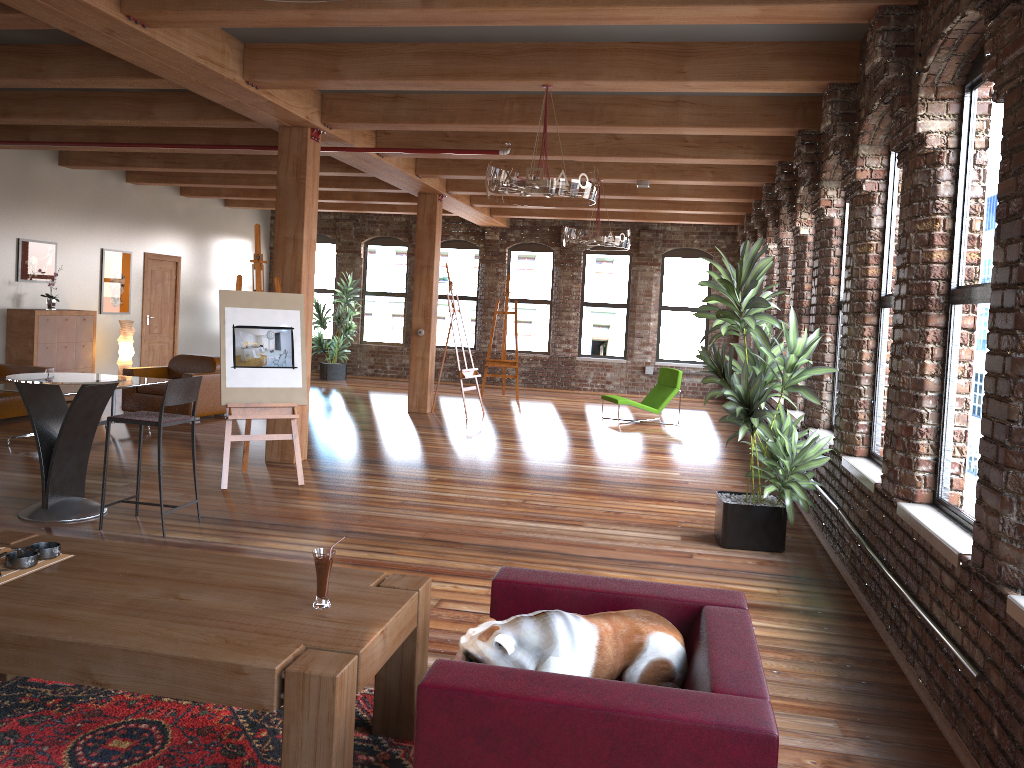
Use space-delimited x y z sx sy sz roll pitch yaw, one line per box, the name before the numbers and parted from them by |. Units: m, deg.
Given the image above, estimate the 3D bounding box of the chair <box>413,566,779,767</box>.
chair | 0.270 1.020 2.629 0.866 0.591 1.073 4 4 10

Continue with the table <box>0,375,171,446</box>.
table | -4.330 0.268 8.958 0.940 0.559 1.875 4 5 10

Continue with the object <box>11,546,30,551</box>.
object | -1.777 0.601 3.203 0.059 0.021 0.018 0 5 -38

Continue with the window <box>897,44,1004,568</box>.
window | 1.959 -0.427 3.787 0.235 2.211 0.970 3 3 10

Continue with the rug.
rug | -1.304 1.210 2.926 2.463 0.009 1.346 4 5 11

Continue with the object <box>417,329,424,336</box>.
object | -1.284 -0.723 12.424 0.095 0.095 0.061 4 3 10

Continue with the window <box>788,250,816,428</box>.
window | 2.766 -0.748 8.111 0.232 2.211 0.970 3 3 10

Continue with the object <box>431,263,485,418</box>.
object | -0.770 -0.636 12.525 0.685 2.137 0.662 4 3 20

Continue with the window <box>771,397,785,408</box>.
window | 3.038 -0.855 9.553 0.236 2.211 0.970 3 3 10

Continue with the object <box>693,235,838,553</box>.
object | 1.738 0.056 6.088 0.968 2.100 1.081 4 3 23

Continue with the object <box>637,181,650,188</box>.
object | 1.557 -2.379 10.511 0.145 0.072 0.148 4 4 10

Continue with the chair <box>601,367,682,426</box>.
chair | 1.856 0.153 12.784 0.955 0.795 0.682 2 3 -15

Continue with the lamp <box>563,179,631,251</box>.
lamp | 1.031 -2.032 10.581 0.809 0.813 0.811 0 5 -43

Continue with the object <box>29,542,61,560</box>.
object | -1.670 0.598 3.168 0.099 0.043 0.099 6 5 36

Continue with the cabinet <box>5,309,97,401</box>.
cabinet | -6.014 -0.367 11.609 0.419 1.207 1.188 3 3 10

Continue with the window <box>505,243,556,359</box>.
window | 0.331 -1.630 17.171 0.969 2.223 0.221 3 2 10

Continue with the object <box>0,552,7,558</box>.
object | -1.812 0.601 3.118 0.045 0.030 0.154 3 5 -5

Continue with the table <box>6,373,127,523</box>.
table | -2.999 0.415 5.951 0.723 0.923 0.722 5 4 35

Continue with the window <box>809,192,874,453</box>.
window | 2.498 -0.641 6.669 0.235 2.211 0.970 3 3 10

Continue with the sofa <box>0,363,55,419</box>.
sofa | -6.067 0.055 9.381 0.952 0.733 2.418 4 5 10

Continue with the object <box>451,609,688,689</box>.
object | 0.170 0.831 2.707 0.754 0.296 0.366 2 4 -18

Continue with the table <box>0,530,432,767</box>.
table | -1.243 0.942 2.914 1.751 0.549 0.902 4 4 10

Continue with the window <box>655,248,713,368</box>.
window | 3.235 -1.437 16.634 0.969 2.214 0.219 3 2 10

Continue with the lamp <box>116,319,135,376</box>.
lamp | -5.435 -0.359 12.489 0.270 1.112 0.261 1 3 -35

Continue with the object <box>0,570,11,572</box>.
object | -1.789 0.616 2.890 0.270 0.008 0.007 1 4 -23

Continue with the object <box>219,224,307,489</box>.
object | -2.084 -0.271 7.361 0.701 2.137 0.686 2 3 -30

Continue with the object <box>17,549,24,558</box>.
object | -1.675 0.583 3.024 0.045 0.079 0.138 2 4 -24

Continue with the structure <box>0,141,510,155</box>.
structure | -3.355 -2.491 9.165 6.811 0.112 0.051 4 3 10

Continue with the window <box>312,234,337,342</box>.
window | -4.002 -1.958 18.042 0.969 2.165 0.086 3 2 10

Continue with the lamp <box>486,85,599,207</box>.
lamp | 0.232 -1.715 6.309 0.809 0.813 0.811 0 4 -37

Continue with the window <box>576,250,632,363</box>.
window | 1.776 -1.536 16.904 0.969 2.214 0.219 3 2 10

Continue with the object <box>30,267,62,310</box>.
object | -5.992 -1.257 11.469 0.370 0.588 0.298 3 3 5

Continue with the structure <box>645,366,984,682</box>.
structure | 2.865 0.417 9.821 1.633 0.312 13.740 3 5 4

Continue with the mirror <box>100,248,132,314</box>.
mirror | -5.870 -1.510 13.148 0.025 0.950 0.695 3 3 10

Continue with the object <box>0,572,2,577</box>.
object | -1.795 0.627 2.896 0.213 0.018 0.154 0 6 -34

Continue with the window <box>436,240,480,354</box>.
window | -1.108 -1.727 17.438 0.969 2.223 0.221 3 2 10

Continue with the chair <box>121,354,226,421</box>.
chair | -4.127 0.019 11.019 1.065 0.734 0.831 4 4 20

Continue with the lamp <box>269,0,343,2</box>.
lamp | -0.581 -1.392 1.959 0.809 0.813 0.811 0 4 -39

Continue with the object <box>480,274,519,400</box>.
object | -0.128 -0.836 15.307 0.662 2.137 0.686 3 2 5

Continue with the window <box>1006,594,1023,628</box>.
window | 1.689 -0.320 2.346 0.235 2.211 0.970 3 3 10

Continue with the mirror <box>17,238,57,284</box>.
mirror | -6.164 -1.590 11.512 0.025 0.547 0.695 3 4 10

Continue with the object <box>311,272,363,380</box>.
object | -3.451 -1.144 17.155 1.080 2.100 0.969 2 3 -12

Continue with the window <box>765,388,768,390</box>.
window | 3.305 -0.962 10.995 0.230 2.211 0.970 3 3 10

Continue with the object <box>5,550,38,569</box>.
object | -1.689 0.607 3.052 0.099 0.043 0.099 -1 6 -42

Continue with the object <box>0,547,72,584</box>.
object | -1.798 0.627 3.014 0.332 0.003 0.472 4 5 10

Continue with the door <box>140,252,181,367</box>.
door | -5.758 -1.042 14.366 0.226 2.116 1.032 3 3 10

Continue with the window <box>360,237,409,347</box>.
window | -2.537 -1.859 17.770 0.969 2.165 0.086 3 2 10

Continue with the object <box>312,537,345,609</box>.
object | -0.592 0.593 2.805 0.095 0.232 0.076 5 3 43

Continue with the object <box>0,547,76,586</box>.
object | -1.797 0.627 3.014 0.352 0.001 0.470 4 5 10

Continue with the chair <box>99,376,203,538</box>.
chair | -2.320 0.434 5.733 0.467 0.980 0.430 3 3 10

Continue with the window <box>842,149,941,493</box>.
window | 2.228 -0.534 5.227 0.235 2.211 0.970 3 3 10
